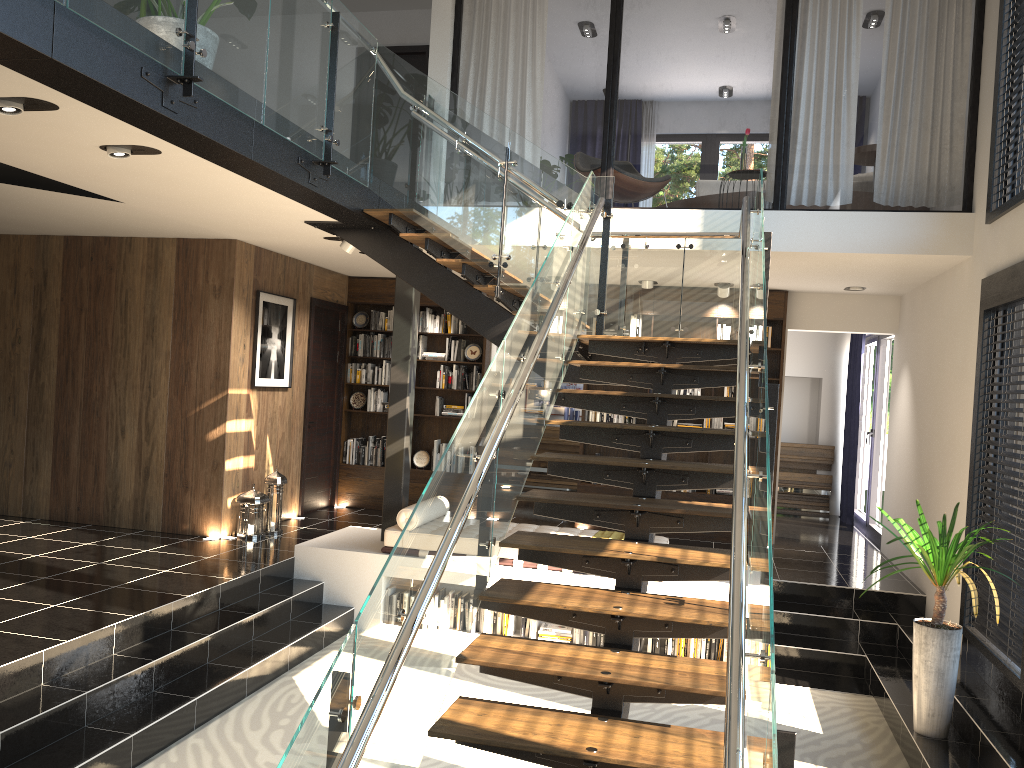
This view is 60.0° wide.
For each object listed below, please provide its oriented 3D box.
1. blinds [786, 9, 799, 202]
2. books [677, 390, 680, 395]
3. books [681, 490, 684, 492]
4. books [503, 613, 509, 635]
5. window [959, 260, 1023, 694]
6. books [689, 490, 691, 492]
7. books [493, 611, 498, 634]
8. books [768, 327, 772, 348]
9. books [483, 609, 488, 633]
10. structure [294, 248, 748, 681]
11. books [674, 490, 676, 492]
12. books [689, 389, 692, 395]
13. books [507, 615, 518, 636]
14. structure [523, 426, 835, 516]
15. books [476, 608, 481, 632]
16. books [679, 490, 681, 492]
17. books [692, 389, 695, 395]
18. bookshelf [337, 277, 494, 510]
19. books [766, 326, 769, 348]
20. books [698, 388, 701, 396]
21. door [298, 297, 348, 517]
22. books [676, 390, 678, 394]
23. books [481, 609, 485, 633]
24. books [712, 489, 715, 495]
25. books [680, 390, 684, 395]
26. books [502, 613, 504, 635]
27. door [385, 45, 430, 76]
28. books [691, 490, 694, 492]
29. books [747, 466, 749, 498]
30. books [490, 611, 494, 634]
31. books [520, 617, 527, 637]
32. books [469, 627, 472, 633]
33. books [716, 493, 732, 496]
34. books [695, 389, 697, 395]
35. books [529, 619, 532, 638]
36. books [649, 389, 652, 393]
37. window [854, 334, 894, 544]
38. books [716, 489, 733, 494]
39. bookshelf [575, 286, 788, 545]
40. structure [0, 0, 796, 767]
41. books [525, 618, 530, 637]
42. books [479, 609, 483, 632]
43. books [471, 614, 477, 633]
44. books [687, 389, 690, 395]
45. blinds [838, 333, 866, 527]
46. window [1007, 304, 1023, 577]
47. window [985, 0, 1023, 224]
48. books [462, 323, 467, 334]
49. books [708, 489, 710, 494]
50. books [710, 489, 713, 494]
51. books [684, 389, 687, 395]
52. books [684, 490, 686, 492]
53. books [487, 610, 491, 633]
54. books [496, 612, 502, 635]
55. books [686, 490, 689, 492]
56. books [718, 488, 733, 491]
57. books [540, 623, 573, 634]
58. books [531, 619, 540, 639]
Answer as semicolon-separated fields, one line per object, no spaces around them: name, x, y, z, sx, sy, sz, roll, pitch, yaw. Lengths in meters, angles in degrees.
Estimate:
blinds;2.449;-2.775;7.091;0.669;2.699;0.134;4;1;14
books;1.801;0.115;9.589;0.021;0.176;0.161;4;0;13
books;1.849;1.010;9.554;0.025;0.294;0.177;4;0;13
books;-0.031;1.904;7.141;0.028;0.233;0.205;4;0;13
window;3.230;0.501;5.505;0.358;2.476;1.393;4;1;13
books;1.925;1.048;9.543;0.026;0.227;0.129;4;1;13
books;-0.117;1.868;7.180;0.023;0.293;0.157;4;1;13
books;2.719;-0.488;9.373;0.028;0.227;0.165;4;0;13
books;-0.191;1.887;7.181;0.027;0.246;0.193;4;0;13
structure;0.217;0.481;7.504;3.781;3.245;1.149;3;1;13
books;1.764;1.025;9.572;0.034;0.255;0.194;4;0;13
books;1.926;0.117;9.557;0.024;0.187;0.148;4;0;13
books;0.010;1.893;7.139;0.050;0.258;0.215;4;0;13
structure;1.433;1.169;13.257;6.275;0.982;0.886;3;0;13
books;-0.256;1.871;7.229;0.029;0.271;0.128;4;1;13
books;1.821;1.015;9.554;0.028;0.280;0.154;4;1;13
books;1.959;0.108;9.577;0.030;0.208;0.119;4;1;13
bookshelf;-1.128;0.141;10.297;1.703;2.683;0.273;3;1;13
books;2.684;-0.491;9.363;0.036;0.228;0.198;4;0;13
books;2.016;0.106;9.546;0.046;0.219;0.145;4;0;13
door;-2.129;0.256;9.896;0.104;2.348;0.931;4;1;13
books;1.774;0.086;9.574;0.028;0.231;0.167;4;0;13
books;-0.210;1.866;7.209;0.025;0.287;0.169;4;1;13
books;2.160;1.056;9.470;0.026;0.238;0.159;4;0;13
books;1.835;0.119;9.584;0.047;0.171;0.167;4;0;13
books;-0.051;1.872;7.191;0.036;0.293;0.128;4;1;13
door;-1.426;-2.721;10.280;0.931;2.348;0.104;4;1;13
books;1.953;1.009;9.547;0.022;0.307;0.131;4;1;13
books;2.508;1.033;9.396;0.030;0.326;0.195;4;0;13
books;-0.139;1.861;7.181;0.020;0.305;0.172;4;1;13
books;0.106;1.886;7.151;0.030;0.284;0.176;4;0;13
books;-0.317;1.853;7.212;0.033;0.299;0.196;4;0;13
books;2.318;1.172;9.458;0.273;0.025;0.156;3;0;11
books;1.981;0.103;9.552;0.024;0.220;0.148;4;0;13
books;0.171;1.903;7.126;0.020;0.257;0.154;4;0;13
books;1.518;0.072;9.662;0.030;0.228;0.176;4;0;13
window;4.452;0.583;10.839;0.184;2.476;2.981;4;0;13
books;2.318;1.144;9.449;0.286;0.030;0.176;3;0;12
bookshelf;1.812;0.313;9.608;2.089;2.683;0.273;3;1;13
structure;-0.556;0.022;3.795;3.447;4.869;7.280;3;0;12
books;0.145;1.905;7.159;0.045;0.252;0.142;4;1;13
books;-0.230;1.854;7.222;0.023;0.308;0.126;4;1;13
books;-0.286;1.859;7.218;0.025;0.293;0.205;4;0;13
books;1.899;0.119;9.553;0.027;0.179;0.164;4;0;13
blinds;4.489;0.498;11.755;0.161;2.771;1.080;4;1;12
window;3.297;0.505;5.482;0.005;2.297;1.221;4;1;13
window;3.398;-2.352;5.472;0.358;2.476;1.393;4;1;13
books;-0.541;-0.662;10.194;0.022;0.195;0.135;4;0;13
books;2.117;1.041;9.502;0.024;0.264;0.174;4;0;13
books;2.136;1.074;9.484;0.025;0.199;0.149;4;0;13
books;1.874;0.075;9.565;0.032;0.265;0.149;4;1;13
books;1.870;1.033;9.536;0.028;0.250;0.162;4;0;13
books;-0.160;1.860;7.191;0.026;0.305;0.187;4;0;13
books;-0.087;1.891;7.188;0.034;0.252;0.151;4;0;13
books;1.900;1.049;9.550;0.026;0.221;0.145;4;0;13
books;2.322;1.116;9.460;0.250;0.026;0.148;3;0;10
books;0.357;1.957;7.101;0.249;0.026;0.148;3;0;11
books;0.195;1.924;7.121;0.030;0.218;0.186;4;0;13
